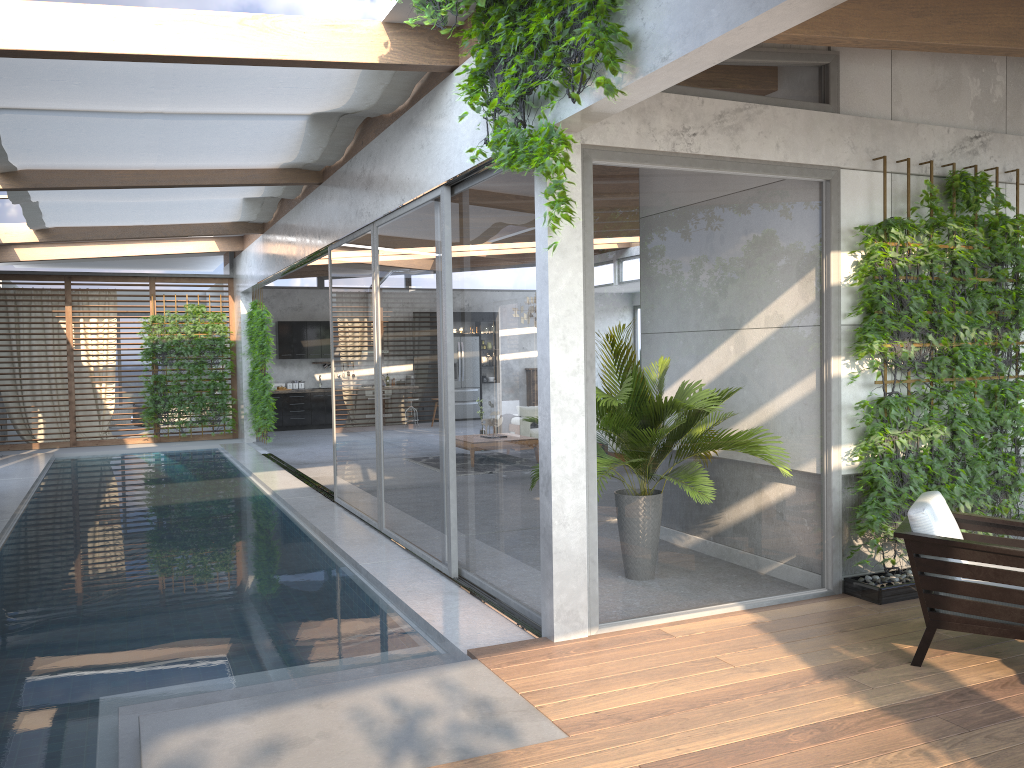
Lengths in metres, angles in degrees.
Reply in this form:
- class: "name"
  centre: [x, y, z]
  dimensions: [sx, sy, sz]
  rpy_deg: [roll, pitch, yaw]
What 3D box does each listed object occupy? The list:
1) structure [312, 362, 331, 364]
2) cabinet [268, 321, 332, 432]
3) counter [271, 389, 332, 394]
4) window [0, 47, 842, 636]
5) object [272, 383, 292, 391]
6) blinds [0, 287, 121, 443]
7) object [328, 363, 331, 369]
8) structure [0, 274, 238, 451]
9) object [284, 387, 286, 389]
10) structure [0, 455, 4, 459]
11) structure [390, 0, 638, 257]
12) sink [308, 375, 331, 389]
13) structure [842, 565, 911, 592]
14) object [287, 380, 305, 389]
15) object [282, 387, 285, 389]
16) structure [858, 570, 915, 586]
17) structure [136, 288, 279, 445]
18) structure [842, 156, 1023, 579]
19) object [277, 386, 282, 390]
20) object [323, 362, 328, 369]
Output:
- class: "structure"
  centre: [-3.897, -0.468, 19.421]
  dimensions: [0.932, 0.046, 0.081]
  rpy_deg: [-2, 2, -24]
- class: "cabinet"
  centre: [-2.964, -0.339, 19.587]
  dimensions: [5.901, 2.502, 0.709]
  rpy_deg: [-2, 2, -25]
- class: "counter"
  centre: [-3.902, 0.124, 19.159]
  dimensions: [3.805, 0.061, 0.607]
  rpy_deg: [-2, 2, -24]
- class: "window"
  centre: [-0.331, -0.760, 13.003]
  dimensions: [14.294, 3.764, 23.280]
  rpy_deg: [-2, 2, -24]
- class: "object"
  centre: [-4.908, 0.060, 18.728]
  dimensions: [0.381, 0.134, 0.590]
  rpy_deg: [-3, 3, -35]
- class: "blinds"
  centre: [-8.250, -0.321, 16.171]
  dimensions: [2.087, 2.898, 0.692]
  rpy_deg: [-2, 2, -20]
- class: "object"
  centre: [-3.966, -0.403, 19.368]
  dimensions: [0.117, 0.139, 0.093]
  rpy_deg: [-1, 2, -7]
- class: "structure"
  centre: [-7.287, -0.426, 16.210]
  dimensions: [4.313, 3.079, 0.085]
  rpy_deg: [-2, 2, -24]
- class: "object"
  centre: [-4.789, 0.085, 18.636]
  dimensions: [0.083, 0.055, 0.073]
  rpy_deg: [1, 3, 42]
- class: "structure"
  centre: [-5.808, 1.377, 8.333]
  dimensions: [0.477, 0.068, 13.673]
  rpy_deg: [-2, 2, -24]
- class: "structure"
  centre: [-0.061, -1.622, 4.409]
  dimensions: [0.918, 2.054, 1.822]
  rpy_deg: [-2, 2, -27]
- class: "sink"
  centre: [-4.086, 0.070, 19.077]
  dimensions: [0.526, 0.514, 0.514]
  rpy_deg: [-2, 2, -24]
- class: "structure"
  centre: [2.507, 0.995, 6.975]
  dimensions: [2.012, 0.595, 2.203]
  rpy_deg: [-2, 2, -24]
- class: "object"
  centre: [-4.653, 0.011, 19.051]
  dimensions: [0.405, 0.200, 0.147]
  rpy_deg: [-2, 2, -22]
- class: "object"
  centre: [-4.798, 0.085, 18.609]
  dimensions: [0.083, 0.057, 0.072]
  rpy_deg: [1, 3, 42]
- class: "structure"
  centre: [2.579, 1.208, 5.613]
  dimensions: [0.928, 0.044, 0.231]
  rpy_deg: [-2, 2, -24]
- class: "structure"
  centre: [-4.985, -0.177, 11.956]
  dimensions: [2.739, 2.687, 10.282]
  rpy_deg: [-1, 2, -7]
- class: "structure"
  centre: [2.872, -0.093, 5.763]
  dimensions: [1.851, 2.669, 0.500]
  rpy_deg: [-2, 2, -23]
- class: "object"
  centre: [-4.863, 0.074, 18.556]
  dimensions: [0.086, 0.087, 0.090]
  rpy_deg: [1, 3, 43]
- class: "object"
  centre: [-4.069, -0.400, 19.331]
  dimensions: [0.117, 0.139, 0.093]
  rpy_deg: [-2, 2, -22]
